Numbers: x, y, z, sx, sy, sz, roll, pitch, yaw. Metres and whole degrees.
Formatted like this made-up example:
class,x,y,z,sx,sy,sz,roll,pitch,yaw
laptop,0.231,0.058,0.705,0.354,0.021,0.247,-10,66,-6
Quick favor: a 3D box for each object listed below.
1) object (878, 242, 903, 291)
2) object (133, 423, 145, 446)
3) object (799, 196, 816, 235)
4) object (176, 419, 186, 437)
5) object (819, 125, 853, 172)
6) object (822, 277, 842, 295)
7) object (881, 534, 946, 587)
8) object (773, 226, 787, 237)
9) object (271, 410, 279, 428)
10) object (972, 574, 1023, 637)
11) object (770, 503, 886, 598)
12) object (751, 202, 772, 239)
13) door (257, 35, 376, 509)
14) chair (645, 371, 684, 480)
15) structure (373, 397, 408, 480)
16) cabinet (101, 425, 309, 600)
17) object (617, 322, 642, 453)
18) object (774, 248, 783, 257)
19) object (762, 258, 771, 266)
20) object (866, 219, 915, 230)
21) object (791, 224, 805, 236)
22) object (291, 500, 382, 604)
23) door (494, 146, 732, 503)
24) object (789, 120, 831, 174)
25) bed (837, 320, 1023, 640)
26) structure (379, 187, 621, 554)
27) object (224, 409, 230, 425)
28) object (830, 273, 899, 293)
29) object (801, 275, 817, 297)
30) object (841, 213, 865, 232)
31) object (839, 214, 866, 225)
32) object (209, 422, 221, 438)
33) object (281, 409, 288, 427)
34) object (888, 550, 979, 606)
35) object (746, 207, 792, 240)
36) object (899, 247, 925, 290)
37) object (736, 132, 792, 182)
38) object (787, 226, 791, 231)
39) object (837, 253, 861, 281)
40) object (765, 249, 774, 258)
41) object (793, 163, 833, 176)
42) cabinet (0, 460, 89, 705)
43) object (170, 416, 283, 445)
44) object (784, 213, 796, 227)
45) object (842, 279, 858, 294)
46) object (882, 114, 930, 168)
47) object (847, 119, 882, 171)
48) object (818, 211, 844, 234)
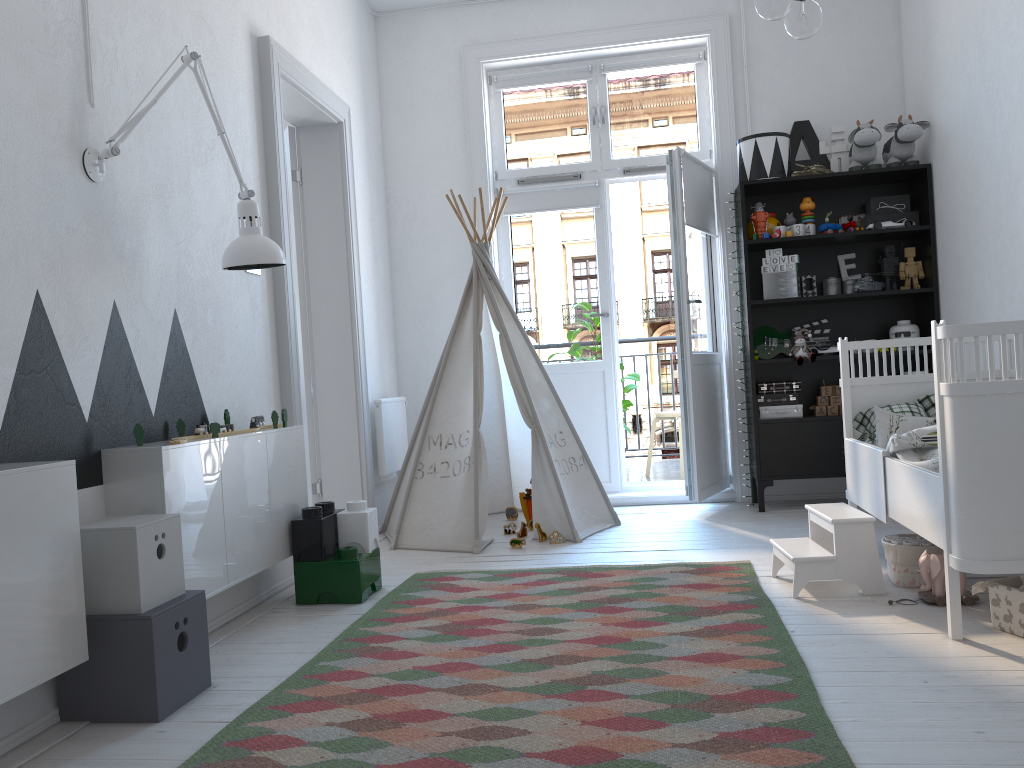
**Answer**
class,x,y,z,sx,sy,sz,roll,pitch,yaw
object,1.952,-0.597,4.558,0.117,0.259,0.081,-3,1,9
object,-1.028,0.140,2.445,0.029,0.063,0.007,-4,1,-28
object,1.516,-0.853,4.541,0.077,0.213,0.077,-3,1,43
object,-1.022,0.138,2.741,0.029,0.063,0.007,-4,1,-28
object,1.716,-1.204,4.658,0.190,0.290,0.065,-3,1,14
object,1.685,-0.506,4.668,0.095,0.110,0.095,-3,1,14
object,1.343,0.578,2.938,0.215,0.148,0.240,-3,0,16
object,1.372,-0.771,4.541,0.067,0.067,0.067,-3,0,10
object,-0.842,0.125,3.150,0.007,0.063,0.029,-3,1,36
object,1.440,0.565,2.348,0.360,0.163,0.242,-4,0,-16
object,1.038,0.547,2.956,0.288,0.245,0.332,-3,0,4
object,1.282,-0.834,4.555,0.105,0.203,0.072,-3,1,17
door,-0.977,-0.296,4.261,0.505,2.177,1.465,-4,1,-6
chair,1.188,0.261,6.066,0.498,0.715,0.436,-4,1,-36
structure,-0.632,0.303,4.846,0.075,0.460,0.635,-3,0,5
cabinet,-0.930,0.392,2.848,0.183,0.454,0.970,-3,0,9
object,0.586,0.041,6.184,0.720,1.225,0.489,-3,1,19
object,1.358,-0.668,4.524,0.040,0.040,0.040,-3,0,19
object,1.307,-0.625,4.549,0.040,0.040,0.040,-3,0,19
object,1.891,-0.793,4.435,0.230,0.048,0.098,-4,0,-1
object,1.456,-0.776,4.513,0.067,0.067,0.067,-3,0,10
object,-0.633,0.600,3.216,0.246,0.332,0.246,-3,1,9
door,0.527,-0.286,4.868,1.264,1.839,0.636,-3,1,11
object,1.549,-1.221,4.715,0.343,0.344,0.057,-3,1,9
bed,1.539,0.223,2.839,0.670,0.833,1.403,-3,0,9
structure,-0.122,-0.133,4.436,1.143,1.750,1.143,-4,1,-15
object,-0.962,0.125,2.997,0.009,0.081,0.037,-3,1,3
object,1.816,-0.512,4.530,0.368,0.106,0.349,-3,0,11
object,1.582,-0.512,4.719,0.070,0.134,0.028,-3,1,9
object,1.741,-0.823,4.548,0.087,0.112,0.122,-4,0,-20
object,1.911,-0.840,4.679,0.347,0.132,0.037,-3,1,9
object,-0.905,0.140,2.704,0.006,0.046,0.037,-3,1,36
object,-0.825,0.122,3.216,0.009,0.067,0.054,-4,1,0
object,1.258,0.582,2.677,0.254,0.151,0.125,-3,1,8
object,1.326,-0.833,4.619,0.197,0.197,0.318,-3,0,5
object,2.018,-0.581,4.485,0.114,0.221,0.052,-3,1,9
object,1.351,-1.166,4.672,0.272,0.259,0.394,-3,1,38
object,1.432,-0.775,4.576,0.067,0.067,0.067,-4,0,-17
object,1.784,-0.617,4.693,0.107,0.151,0.055,-3,1,9
object,1.320,-0.666,4.542,0.040,0.040,0.040,-3,0,14
object,1.529,-1.097,4.535,0.121,0.100,0.338,-3,0,44
cabinet,-1.136,0.410,1.540,0.183,0.454,0.970,-3,0,9
object,-0.929,0.140,2.861,0.111,0.047,0.902,-4,0,4
object,1.467,-0.824,4.674,0.063,0.160,0.063,-4,1,-12
object,1.770,-0.503,4.570,0.078,0.091,0.246,-3,0,4
object,1.926,-1.194,4.462,0.211,0.253,0.386,-4,0,-7
object,1.776,-1.184,4.482,0.154,0.253,0.370,-3,0,17
object,1.627,-0.816,4.524,0.121,0.126,0.087,-4,1,-14
